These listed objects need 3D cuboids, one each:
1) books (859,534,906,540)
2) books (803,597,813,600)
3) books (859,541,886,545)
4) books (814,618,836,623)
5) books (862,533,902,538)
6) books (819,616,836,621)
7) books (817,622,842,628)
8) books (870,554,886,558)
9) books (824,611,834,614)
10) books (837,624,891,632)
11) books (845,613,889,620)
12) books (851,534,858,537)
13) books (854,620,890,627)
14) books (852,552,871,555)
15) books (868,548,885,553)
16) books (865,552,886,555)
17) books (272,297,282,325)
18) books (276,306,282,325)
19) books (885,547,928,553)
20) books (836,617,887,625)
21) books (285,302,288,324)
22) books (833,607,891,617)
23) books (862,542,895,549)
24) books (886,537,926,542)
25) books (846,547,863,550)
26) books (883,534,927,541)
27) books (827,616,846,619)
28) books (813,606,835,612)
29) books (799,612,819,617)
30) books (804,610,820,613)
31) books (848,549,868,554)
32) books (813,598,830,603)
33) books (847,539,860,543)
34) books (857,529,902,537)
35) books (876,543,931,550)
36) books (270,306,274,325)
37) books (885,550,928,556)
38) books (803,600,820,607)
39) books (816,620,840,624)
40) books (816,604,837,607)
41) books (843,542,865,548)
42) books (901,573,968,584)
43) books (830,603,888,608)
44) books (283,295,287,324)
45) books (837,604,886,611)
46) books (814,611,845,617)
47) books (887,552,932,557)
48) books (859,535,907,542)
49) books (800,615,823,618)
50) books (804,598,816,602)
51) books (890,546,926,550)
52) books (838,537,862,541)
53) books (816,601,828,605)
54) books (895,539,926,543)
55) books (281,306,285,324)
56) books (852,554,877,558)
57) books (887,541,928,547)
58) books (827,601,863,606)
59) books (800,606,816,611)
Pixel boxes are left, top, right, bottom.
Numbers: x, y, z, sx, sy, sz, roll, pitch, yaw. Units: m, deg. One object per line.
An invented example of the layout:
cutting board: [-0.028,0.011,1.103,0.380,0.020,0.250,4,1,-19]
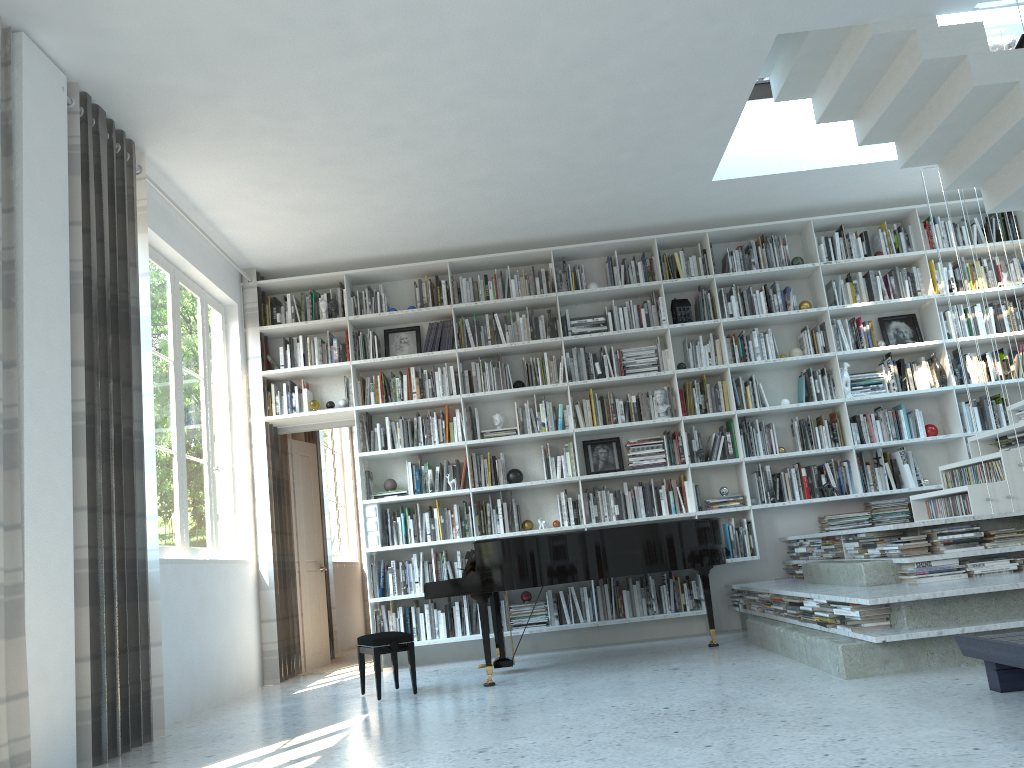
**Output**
books: [2.163,0.893,5.176,0.171,0.007,0.261,-6,-12,-1]
books: [1.700,1.163,4.859,0.157,0.014,0.216,-7,-12,3]
books: [2.162,0.919,5.171,0.187,0.009,0.251,-6,-12,1]
books: [1.683,1.203,4.544,0.191,0.006,0.275,-7,-12,2]
books: [2.162,0.886,5.178,0.170,0.008,0.208,-7,-12,3]
books: [1.698,1.195,4.545,0.170,0.006,0.269,-6,-12,1]
books: [1.681,1.222,4.541,0.191,0.016,0.209,-7,-12,5]
books: [2.183,0.992,5.157,0.142,0.020,0.231,-7,-12,5]
books: [1.694,1.163,4.552,0.150,0.004,0.291,-7,-12,4]
books: [1.680,1.160,4.242,0.184,0.017,0.230,-7,-12,3]
books: [1.700,1.109,4.251,0.137,0.019,0.225,-7,-12,2]
books: [2.185,0.931,5.480,0.134,0.014,0.181,-7,-12,5]
books: [1.708,1.141,4.245,0.132,0.014,0.205,-6,-12,1]
books: [2.204,1.040,5.459,0.136,0.013,0.258,-6,-12,1]
books: [2.181,0.961,5.163,0.155,0.028,0.190,-7,-12,2]
books: [2.178,0.979,5.159,0.154,0.007,0.293,-7,-12,3]
books: [-1.924,-0.560,7.290,0.025,0.269,0.177,-6,-11,1]
books: [-1.893,-0.523,7.283,0.028,0.186,0.182,-6,-11,1]
books: [2.175,0.915,4.889,0.152,0.015,0.208,-6,-12,-2]
books: [1.670,1.130,4.248,0.187,0.017,0.206,-7,-12,5]
books: [-1.828,-0.547,7.303,0.024,0.226,0.158,-6,-11,1]
books: [1.677,1.089,4.256,0.156,0.027,0.288,-5,-12,-4]
books: [2.169,0.936,5.168,0.177,0.026,0.230,-6,-12,1]
books: [2.175,0.861,4.899,0.132,0.009,0.270,-7,-12,4]
books: [2.172,1.006,5.466,0.178,0.015,0.188,-7,-12,5]
books: [2.170,0.851,4.901,0.149,0.014,0.229,-6,-12,-1]
books: [1.705,1.185,4.547,0.154,0.014,0.197,-6,-12,1]
books: [1.682,1.149,4.555,0.168,0.013,0.282,-5,-12,-4]
books: [1.693,1.250,4.843,0.189,0.013,0.215,-6,-12,-1]
books: [1.697,1.230,4.846,0.171,0.007,0.261,-7,-12,3]
books: [2.185,1.023,5.463,0.167,0.024,0.192,-7,-12,2]
books: [1.675,1.104,4.564,0.182,0.016,0.257,-7,-12,3]
books: [2.182,0.960,5.475,0.145,0.017,0.209,-5,-12,-4]
books: [2.146,0.873,5.181,0.189,0.022,0.238,-7,-12,5]
books: [2.159,0.897,4.893,0.184,0.014,0.298,-6,-12,0]
books: [-1.944,-0.520,7.289,0.024,0.194,0.167,-6,-11,1]
books: [2.170,0.929,4.886,0.161,0.014,0.212,-7,-12,4]
books: [1.706,1.195,4.853,0.141,0.028,0.223,-5,-12,-4]
books: [1.690,1.209,4.543,0.178,0.009,0.277,-6,-12,-1]
books: [1.688,1.131,4.558,0.175,0.006,0.252,-6,-12,1]
books: [2.174,0.984,5.471,0.174,0.029,0.251,-6,-12,-1]
books: [2.198,1.014,4.626,0.262,0.023,0.200,-6,-12,-1]
books: [1.667,1.057,4.262,0.176,0.010,0.267,-6,-12,-3]
books: [-1.848,-0.573,7.300,0.010,0.280,0.161,-6,-11,1]
books: [1.675,1.068,4.260,0.165,0.015,0.243,-7,-12,4]
books: [1.683,1.173,4.550,0.191,0.015,0.246,-7,-12,2]
books: [2.187,0.939,4.884,0.144,0.009,0.250,-6,-12,1]
books: [2.163,0.903,5.174,0.168,0.013,0.282,-6,-12,-2]
books: [1.700,1.259,4.841,0.180,0.008,0.268,-6,-12,0]
books: [1.701,1.176,4.857,0.139,0.013,0.289,-7,-12,5]
books: [2.180,0.904,4.891,0.134,0.006,0.227,-7,-12,4]
books: [2.157,0.948,5.478,0.192,0.014,0.257,-6,-12,-3]
books: [1.677,1.116,4.561,0.178,0.010,0.196,-7,-12,5]
books: [2.202,0.868,4.897,0.091,0.011,0.190,-6,-12,-1]
books: [-1.864,-0.526,7.308,0.031,0.195,0.145,-6,-11,1]
books: [2.197,1.055,5.456,0.132,0.016,0.263,-7,-12,5]
books: [2.182,0.882,4.895,0.137,0.012,0.243,-7,-12,2]
books: [1.658,1.046,4.265,0.192,0.014,0.257,-6,-12,-3]
books: [1.693,1.219,4.849,0.180,0.016,0.183,-6,-12,-2]
